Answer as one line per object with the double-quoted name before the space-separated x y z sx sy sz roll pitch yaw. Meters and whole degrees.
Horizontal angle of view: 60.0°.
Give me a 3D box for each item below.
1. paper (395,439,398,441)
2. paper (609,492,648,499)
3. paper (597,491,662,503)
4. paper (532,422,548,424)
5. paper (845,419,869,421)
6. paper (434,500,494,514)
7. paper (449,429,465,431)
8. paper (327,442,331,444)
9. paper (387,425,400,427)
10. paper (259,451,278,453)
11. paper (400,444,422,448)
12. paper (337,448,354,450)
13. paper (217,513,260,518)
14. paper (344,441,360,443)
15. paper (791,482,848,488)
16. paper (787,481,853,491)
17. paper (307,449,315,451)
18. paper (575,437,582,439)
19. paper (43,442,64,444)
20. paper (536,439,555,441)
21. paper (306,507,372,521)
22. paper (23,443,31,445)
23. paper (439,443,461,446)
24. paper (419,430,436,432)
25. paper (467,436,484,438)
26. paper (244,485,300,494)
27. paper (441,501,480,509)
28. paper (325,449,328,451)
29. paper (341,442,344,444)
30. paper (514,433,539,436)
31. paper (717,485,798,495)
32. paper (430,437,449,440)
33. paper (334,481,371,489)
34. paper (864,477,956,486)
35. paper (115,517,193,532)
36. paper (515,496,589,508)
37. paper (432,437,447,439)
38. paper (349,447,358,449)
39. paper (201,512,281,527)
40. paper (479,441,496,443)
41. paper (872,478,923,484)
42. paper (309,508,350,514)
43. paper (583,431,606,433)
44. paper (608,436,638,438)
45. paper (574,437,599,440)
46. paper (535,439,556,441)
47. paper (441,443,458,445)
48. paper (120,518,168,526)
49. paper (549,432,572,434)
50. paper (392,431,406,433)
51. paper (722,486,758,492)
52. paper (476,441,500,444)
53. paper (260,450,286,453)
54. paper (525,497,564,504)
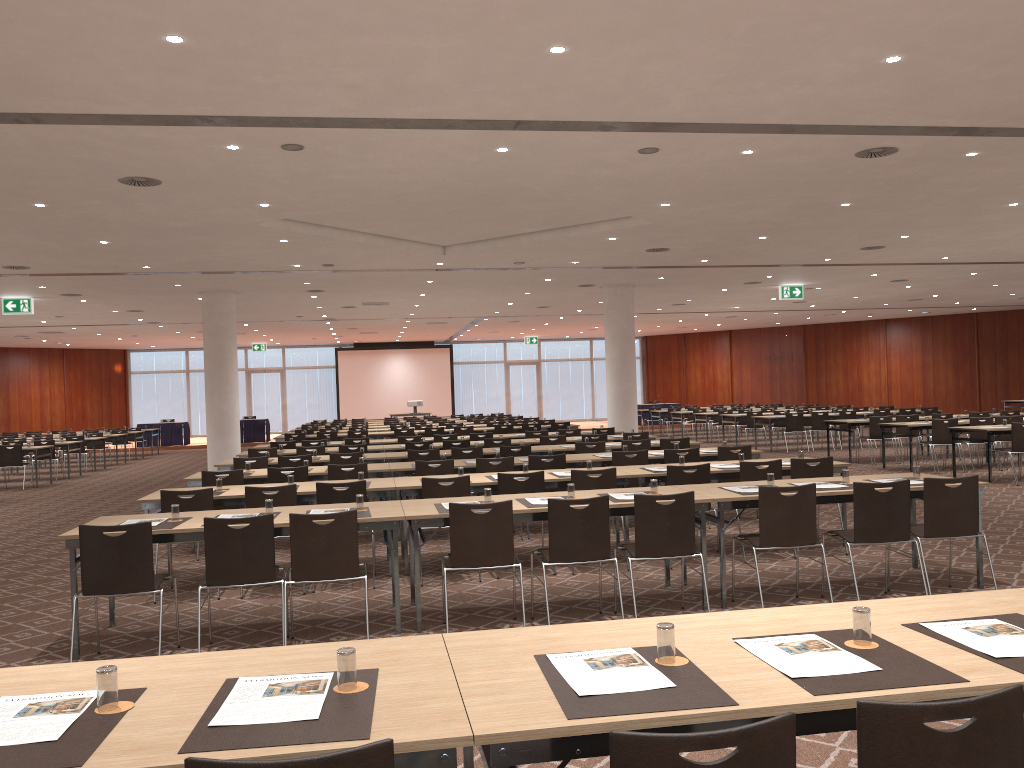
"paper" -1.934 1.036 16.458 0.460 0.003 0.565 -2 0 -6
"paper" 0.921 0.864 6.859 0.283 0.006 0.398 -2 0 -6
"paper" 0.941 0.867 6.830 0.460 0.003 0.565 -2 0 -8
"paper" 0.712 0.987 22.449 0.460 0.003 0.565 -2 0 -7
"paper" 7.050 0.734 17.934 0.460 0.003 0.565 -2 0 -8
"paper" -0.330 0.909 6.570 0.460 0.003 0.565 -2 0 -9
"paper" -1.222 1.038 20.110 0.460 0.003 0.565 -2 0 -8
"paper" -3.549 1.091 16.204 0.460 0.003 0.565 -2 0 -11
"paper" -3.138 1.131 23.865 0.460 0.003 0.565 -2 0 -9
"paper" -3.895 1.084 14.188 0.283 0.006 0.398 -2 0 -7
"paper" -1.589 1.010 14.476 0.460 0.003 0.565 -2 0 -12
"paper" -2.578 1.043 14.322 0.460 0.003 0.565 -2 0 -13
"paper" -1.993 0.962 6.390 0.283 0.006 0.398 -2 0 -6
"paper" -2.944 1.067 16.356 0.283 0.006 0.398 -2 0 -9
"paper" 2.473 0.812 7.133 0.283 0.006 0.398 -2 0 -11
"paper" 2.535 0.813 7.086 0.460 0.003 0.565 -2 0 -7
"paper" -3.294 1.064 14.281 0.283 0.006 0.398 -2 0 -9
"paper" 1.205 0.913 15.010 0.283 0.006 0.398 -2 0 -9
"paper" -10.663 1.370 20.607 0.460 0.003 0.565 -2 0 -6
"paper" 0.566 0.934 14.886 0.283 0.006 0.398 -2 0 -8
"paper" -1.263 0.941 6.433 0.460 0.003 0.565 -2 0 -11
"paper" -11.304 1.392 20.497 0.460 0.003 0.565 -2 0 -9
"paper" -0.964 0.989 14.577 0.460 0.003 0.565 -2 0 -8
"paper" -1.867 1.060 20.034 0.460 0.003 0.565 -2 0 -10
"paper" -0.628 0.992 16.663 0.460 0.003 0.565 -2 0 -8
"paper" -2.242 0.989 8.312 0.460 0.003 0.565 -2 0 -11
"paper" -0.369 0.907 6.644 0.283 0.006 0.398 -2 0 -11
"paper" -3.197 1.064 14.234 0.460 0.003 0.565 -2 0 -10
"paper" -2.899 1.069 16.300 0.460 0.003 0.565 -2 0 -12
"paper" 0.317 0.961 16.833 0.460 0.003 0.565 -2 0 -8
"paper" 1.937 0.834 6.989 0.460 0.003 0.565 -2 0 -7
"paper" -1.283 1.014 16.581 0.460 0.003 0.565 -2 0 -10
"paper" -1.584 0.967 8.435 0.460 0.003 0.565 -2 0 -6
"paper" 3.199 0.791 7.174 0.460 0.003 0.565 -2 0 -9
"paper" -2.544 0.984 6.215 0.460 0.003 0.565 -2 0 -6
"paper" 0.295 0.889 6.703 0.460 0.003 0.565 -2 0 -10
"paper" -1.358 1.014 16.630 0.283 0.006 0.398 -2 0 -10
"paper" -2.638 1.042 14.385 0.283 0.006 0.398 -2 0 -9
"paper" -1.923 0.963 6.336 0.460 0.003 0.565 -2 0 -7
"paper" -0.404 0.967 14.742 0.283 0.006 0.398 -2 0 -10
"paper" 3.138 0.789 7.196 0.283 0.006 0.398 -2 0 -10
"paper" -1.342 0.940 6.500 0.283 0.006 0.398 -2 0 -7
"paper" 1.567 0.919 17.046 0.460 0.003 0.565 -2 0 -8
"paper" 1.901 0.892 15.035 0.460 0.003 0.565 -2 0 -9
"paper" 1.292 0.913 14.978 0.460 0.003 0.565 -2 0 -10
"paper" 0.639 0.935 14.843 0.460 0.003 0.565 -2 0 -10
"paper" -1.029 0.988 14.656 0.283 0.006 0.398 -2 0 -5
"paper" -2.626 0.984 6.289 0.283 0.006 0.398 -2 0 -9
"paper" 0.953 0.939 16.916 0.460 0.003 0.565 -2 0 -6
"paper" -2.471 1.080 19.913 0.460 0.003 0.565 -2 0 -9
"paper" 1.873 0.832 7.034 0.283 0.006 0.398 -2 0 -10
"paper" -0.340 0.968 14.701 0.460 0.003 0.565 -2 0 -10
"paper" -3.861 1.087 14.140 0.460 0.003 0.565 -2 0 -11
"paper" 0.268 0.886 6.749 0.283 0.006 0.398 -2 0 -9
